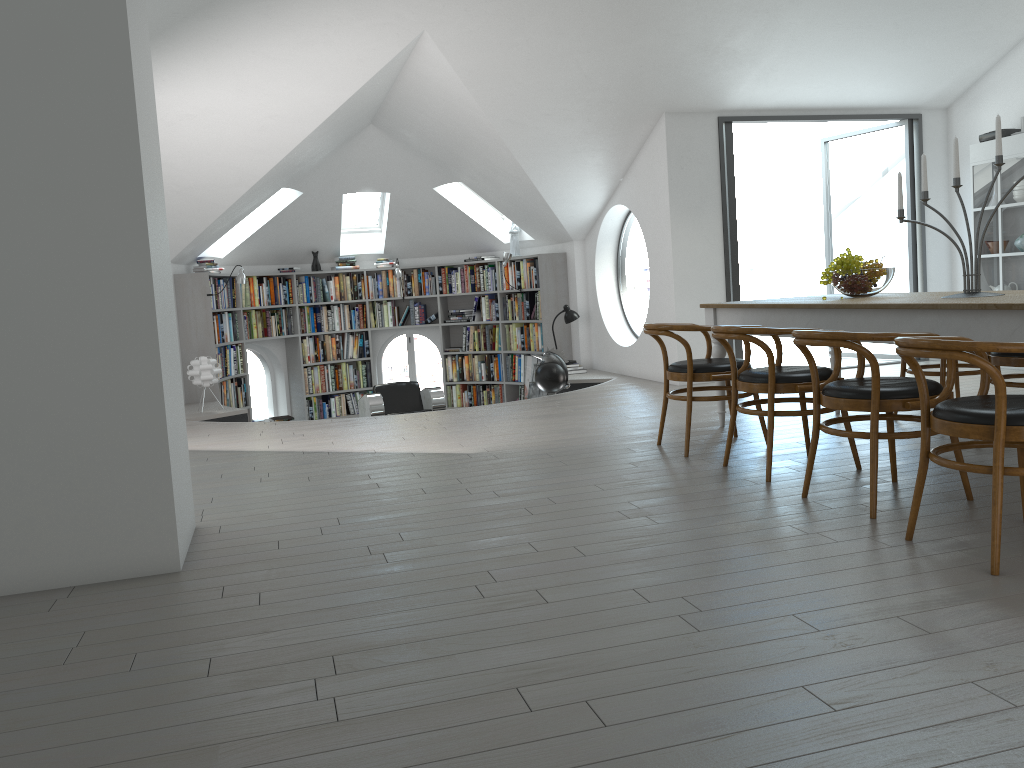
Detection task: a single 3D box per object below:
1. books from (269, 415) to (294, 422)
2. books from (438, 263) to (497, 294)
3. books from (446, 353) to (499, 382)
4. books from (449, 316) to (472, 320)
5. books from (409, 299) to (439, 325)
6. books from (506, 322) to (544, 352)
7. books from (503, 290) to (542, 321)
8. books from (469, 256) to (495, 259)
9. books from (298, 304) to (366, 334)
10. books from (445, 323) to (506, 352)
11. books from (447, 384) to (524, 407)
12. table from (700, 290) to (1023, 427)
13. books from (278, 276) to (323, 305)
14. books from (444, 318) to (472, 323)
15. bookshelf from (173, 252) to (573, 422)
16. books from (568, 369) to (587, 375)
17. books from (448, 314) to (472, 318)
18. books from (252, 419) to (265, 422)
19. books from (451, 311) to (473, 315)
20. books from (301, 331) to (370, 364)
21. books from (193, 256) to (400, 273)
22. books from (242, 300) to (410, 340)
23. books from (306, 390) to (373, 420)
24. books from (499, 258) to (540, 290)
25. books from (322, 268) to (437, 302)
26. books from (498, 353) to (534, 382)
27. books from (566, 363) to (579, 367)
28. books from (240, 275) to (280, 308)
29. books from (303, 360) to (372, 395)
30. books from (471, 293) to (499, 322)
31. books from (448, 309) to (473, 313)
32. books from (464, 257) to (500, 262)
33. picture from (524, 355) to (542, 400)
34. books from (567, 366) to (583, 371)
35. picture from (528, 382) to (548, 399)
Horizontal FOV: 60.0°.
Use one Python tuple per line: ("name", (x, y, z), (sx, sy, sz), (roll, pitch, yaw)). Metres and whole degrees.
("books", (-2.878, 0.461, 11.064), (0.318, 0.099, 0.292), (-5, 6, -13))
("books", (-0.520, -1.368, 11.472), (0.969, 0.366, 0.307), (-1, 6, 28))
("books", (-0.461, -0.224, 11.566), (0.872, 0.350, 0.273), (-1, 6, 26))
("books", (-0.643, -0.869, 11.648), (0.285, 0.031, 0.270), (-2, 6, 20))
("books", (-1.132, -0.958, 11.705), (0.399, 0.340, 0.225), (-3, 5, 5))
("books", (0.271, -0.577, 10.847), (0.276, 0.347, 1.022), (-7, 7, -30))
("books", (0.236, -0.959, 10.820), (0.280, 0.357, 1.053), (-7, 7, -29))
("books", (-0.390, -1.630, 11.439), (0.233, 0.027, 0.247), (-9, 8, -42))
("books", (-2.368, -0.857, 11.507), (1.029, 0.358, 0.301), (-7, 6, -29))
("books", (-0.416, -0.603, 11.488), (0.973, 0.351, 0.252), (-1, 6, 27))
("books", (-0.216, 0.143, 11.412), (1.497, 0.310, 0.360), (1, 7, 37))
("table", (2.167, -0.022, 4.268), (1.019, 0.797, 3.355), (-5, 6, -15))
("books", (-2.727, -1.185, 11.236), (0.683, 0.345, 0.265), (-8, 7, -38))
("books", (-0.641, -0.836, 11.650), (0.388, 0.042, 0.366), (-1, 7, 25))
("bookshelf", (-1.662, -0.498, 10.885), (4.335, 1.876, 2.112), (-5, 6, -15))
("books", (0.600, -0.143, 9.921), (0.366, 0.042, 0.389), (-5, 6, -15))
("books", (-0.645, -0.900, 11.645), (0.286, 0.031, 0.270), (0, 7, 35))
("books", (-3.157, 0.467, 10.807), (0.214, 0.036, 0.227), (-9, 8, -38))
("books", (-0.647, -0.931, 11.643), (0.226, 0.036, 0.214), (0, 7, 35))
("books", (-2.323, -0.478, 11.500), (0.999, 0.351, 0.297), (-7, 6, -31))
("books", (-2.673, -1.468, 10.934), (2.820, 0.173, 0.748), (-10, 8, -44))
("books", (-2.447, -0.818, 11.246), (2.533, 0.370, 0.591), (-8, 7, -34))
("books", (-2.275, 0.267, 11.553), (1.020, 0.306, 0.288), (-7, 6, -30))
("books", (0.206, -1.341, 10.801), (0.293, 0.361, 1.015), (-7, 7, -32))
("books", (-1.735, -1.304, 11.632), (1.566, 0.366, 0.394), (-5, 5, -10))
("books", (0.247, -0.201, 10.928), (0.304, 0.358, 1.185), (-7, 7, -34))
("books", (0.596, -0.211, 9.916), (0.269, 0.031, 0.286), (-4, 6, -5))
("books", (-3.141, -1.112, 10.697), (0.269, 0.372, 0.795), (-1, 6, 28))
("books", (-2.286, -0.096, 11.538), (1.033, 0.356, 0.293), (-7, 6, -30))
("books", (-0.254, -0.987, 11.391), (0.553, 0.350, 0.256), (0, 6, 31))
("books", (-0.650, -0.962, 11.641), (0.270, 0.031, 0.286), (-8, 7, -35))
("books", (-0.388, -1.602, 11.441), (0.336, 0.036, 0.317), (1, 8, 37))
("picture", (0.278, 0.093, 10.578), (0.090, 0.861, 0.579), (-6, 5, -25))
("books", (0.598, -0.179, 9.919), (0.286, 0.034, 0.305), (-7, 7, -25))
("picture", (0.293, 0.271, 10.407), (0.107, 0.554, 0.490), (-6, 6, -25))
